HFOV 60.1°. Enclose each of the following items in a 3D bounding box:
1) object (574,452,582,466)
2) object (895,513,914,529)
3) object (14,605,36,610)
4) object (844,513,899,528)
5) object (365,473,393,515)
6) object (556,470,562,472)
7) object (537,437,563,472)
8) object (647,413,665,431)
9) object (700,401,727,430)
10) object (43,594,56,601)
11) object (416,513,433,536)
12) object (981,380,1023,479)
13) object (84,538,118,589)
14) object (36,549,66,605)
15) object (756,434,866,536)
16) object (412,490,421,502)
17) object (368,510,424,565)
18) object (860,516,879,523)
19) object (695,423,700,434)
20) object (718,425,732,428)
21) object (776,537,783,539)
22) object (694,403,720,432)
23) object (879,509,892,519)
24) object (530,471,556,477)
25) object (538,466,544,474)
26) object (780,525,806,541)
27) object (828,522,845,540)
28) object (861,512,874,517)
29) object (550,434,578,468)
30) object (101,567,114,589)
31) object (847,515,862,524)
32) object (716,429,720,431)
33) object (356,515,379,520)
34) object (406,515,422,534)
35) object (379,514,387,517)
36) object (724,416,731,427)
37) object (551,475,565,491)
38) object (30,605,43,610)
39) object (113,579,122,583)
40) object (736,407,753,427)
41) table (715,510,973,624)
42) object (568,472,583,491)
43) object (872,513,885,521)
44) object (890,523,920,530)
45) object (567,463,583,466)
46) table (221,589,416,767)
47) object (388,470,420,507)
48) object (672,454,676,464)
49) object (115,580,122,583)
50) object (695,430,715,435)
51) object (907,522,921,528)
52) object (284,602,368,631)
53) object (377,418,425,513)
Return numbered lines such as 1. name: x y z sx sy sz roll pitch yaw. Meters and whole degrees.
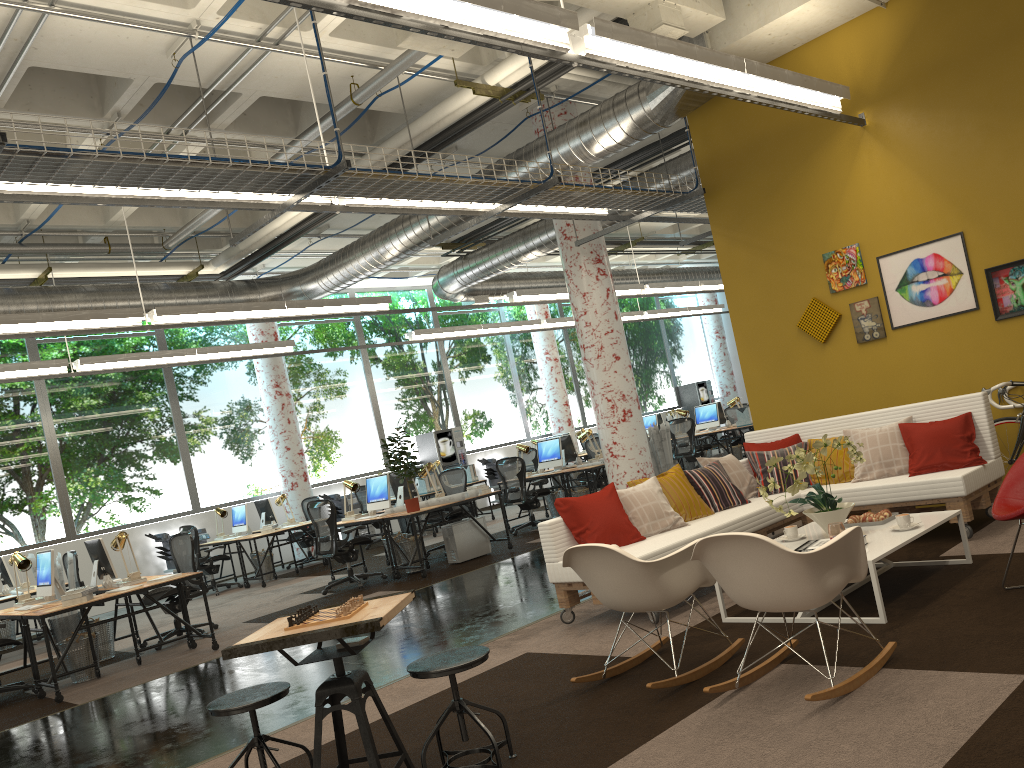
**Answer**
1. object: 0.991 1.121 13.288 0.101 0.209 0.101 -12 -1 1
2. object: 2.279 0.797 5.147 0.086 0.085 0.079 -11 -2 -15
3. object: -4.407 2.034 8.050 0.118 0.017 0.441 -9 -5 -44
4. object: 2.273 0.863 5.608 0.266 0.026 0.269 -9 -5 -44
5. object: -1.608 1.354 10.817 0.189 0.485 0.487 -11 -2 -44
6. object: 0.666 1.239 12.642 0.106 0.029 0.060 -9 -4 -43
7. object: 0.579 1.050 13.022 0.189 0.485 0.487 -11 -2 -44
8. object: 3.427 0.964 21.237 0.189 0.485 0.487 -11 -2 -44
9. object: 3.674 0.596 16.243 0.189 0.485 0.487 -11 -2 -44
10. object: -4.436 1.970 8.472 0.101 0.209 0.101 -12 -1 1
11. object: -1.511 2.417 15.487 0.361 0.434 0.351 -14 -2 43
12. object: 4.155 0.331 6.417 0.399 1.039 1.747 -11 -3 -38
13. object: -4.080 1.770 8.740 0.189 0.485 0.487 -11 -2 -44
14. object: -4.280 1.778 8.187 0.189 0.485 0.487 -11 -2 -44
15. object: 1.869 0.632 5.365 0.784 0.615 0.420 -11 -2 -31
16. object: -1.195 1.424 11.082 0.101 0.209 0.101 -12 -1 1
17. object: -1.417 1.826 10.851 0.853 0.932 0.104 -14 -2 41
18. object: 2.220 0.852 5.535 0.069 0.059 0.132 -11 -3 -22
19. object: 3.319 0.796 15.975 0.101 0.209 0.101 -12 -1 1
20. object: 3.898 0.795 16.375 0.118 0.017 0.441 -9 -5 -44
21. object: 1.741 0.971 5.625 0.132 0.011 0.028 -12 -3 1
22. object: 3.474 0.603 15.690 0.189 0.485 0.487 -11 -2 -44
23. object: 2.367 0.826 5.613 0.072 0.062 0.136 -12 -3 3
24. object: 0.452 1.307 12.885 0.118 0.017 0.441 -9 -5 -44
25. object: 0.423 1.243 13.307 0.101 0.209 0.101 -12 -1 1
26. object: 1.761 0.936 5.571 0.160 0.090 0.161 -11 -3 -19
27. object: 1.816 0.830 4.946 0.094 0.106 0.094 -12 -2 7
28. object: 2.289 0.847 5.676 0.064 0.055 0.121 -11 -3 -22
29. object: 0.778 1.043 13.575 0.189 0.485 0.487 -11 -2 -44
30. object: -3.867 1.848 8.452 0.101 0.209 0.101 -12 -1 1
31. object: 2.178 0.866 5.631 0.134 0.061 0.072 -11 -3 -24
32. object: 3.561 0.792 15.310 0.106 0.029 0.060 -9 -4 -43
33. object: -1.735 1.610 10.680 0.118 0.017 0.441 -9 -5 -44
34. object: -1.811 2.542 16.462 0.352 0.434 0.369 -12 -2 -8
35. object: -1.521 1.543 10.437 0.106 0.029 0.060 -9 -4 -43
36. object: 3.887 0.674 15.955 0.101 0.209 0.101 -12 -1 1
37. object: 1.024 2.113 19.204 0.361 0.434 0.351 -14 -2 43
38. object: -4.193 1.967 7.807 0.106 0.029 0.060 -9 -4 -43
39. object: -4.073 2.024 9.115 0.106 0.029 0.060 -9 -4 -43
40. object: 3.912 0.554 14.896 0.149 0.302 0.282 -11 -2 -44
41. table: 1.988 1.086 5.308 1.256 0.330 0.991 -9 -5 -44
42. object: 0.087 2.197 17.371 3.394 0.437 0.368 -10 -3 -34
43. object: 2.293 0.837 5.543 0.064 0.055 0.121 -11 -3 -22
44. object: 2.284 0.834 5.146 0.161 0.020 0.160 -13 -4 10
45. object: 1.002 1.242 13.708 0.118 0.017 0.441 -9 -5 -44
46. table: -0.689 1.331 3.635 0.626 0.759 0.616 -12 -2 6
47. object: -1.408 1.346 11.370 0.189 0.485 0.487 -11 -2 -44
48. object: 3.632 1.638 20.467 0.361 0.434 0.351 -14 -2 43
49. object: -3.856 1.969 8.872 0.118 0.017 0.441 -9 -5 -44
50. object: 3.347 0.860 15.553 0.118 0.017 0.441 -9 -5 -44
51. object: 2.329 0.814 5.110 0.131 0.011 0.028 -10 -4 -27
52. object: -0.758 0.954 3.641 0.273 0.012 0.273 -12 -4 6
53. object: -1.248 0.926 10.037 0.516 1.077 0.436 -13 -1 37
